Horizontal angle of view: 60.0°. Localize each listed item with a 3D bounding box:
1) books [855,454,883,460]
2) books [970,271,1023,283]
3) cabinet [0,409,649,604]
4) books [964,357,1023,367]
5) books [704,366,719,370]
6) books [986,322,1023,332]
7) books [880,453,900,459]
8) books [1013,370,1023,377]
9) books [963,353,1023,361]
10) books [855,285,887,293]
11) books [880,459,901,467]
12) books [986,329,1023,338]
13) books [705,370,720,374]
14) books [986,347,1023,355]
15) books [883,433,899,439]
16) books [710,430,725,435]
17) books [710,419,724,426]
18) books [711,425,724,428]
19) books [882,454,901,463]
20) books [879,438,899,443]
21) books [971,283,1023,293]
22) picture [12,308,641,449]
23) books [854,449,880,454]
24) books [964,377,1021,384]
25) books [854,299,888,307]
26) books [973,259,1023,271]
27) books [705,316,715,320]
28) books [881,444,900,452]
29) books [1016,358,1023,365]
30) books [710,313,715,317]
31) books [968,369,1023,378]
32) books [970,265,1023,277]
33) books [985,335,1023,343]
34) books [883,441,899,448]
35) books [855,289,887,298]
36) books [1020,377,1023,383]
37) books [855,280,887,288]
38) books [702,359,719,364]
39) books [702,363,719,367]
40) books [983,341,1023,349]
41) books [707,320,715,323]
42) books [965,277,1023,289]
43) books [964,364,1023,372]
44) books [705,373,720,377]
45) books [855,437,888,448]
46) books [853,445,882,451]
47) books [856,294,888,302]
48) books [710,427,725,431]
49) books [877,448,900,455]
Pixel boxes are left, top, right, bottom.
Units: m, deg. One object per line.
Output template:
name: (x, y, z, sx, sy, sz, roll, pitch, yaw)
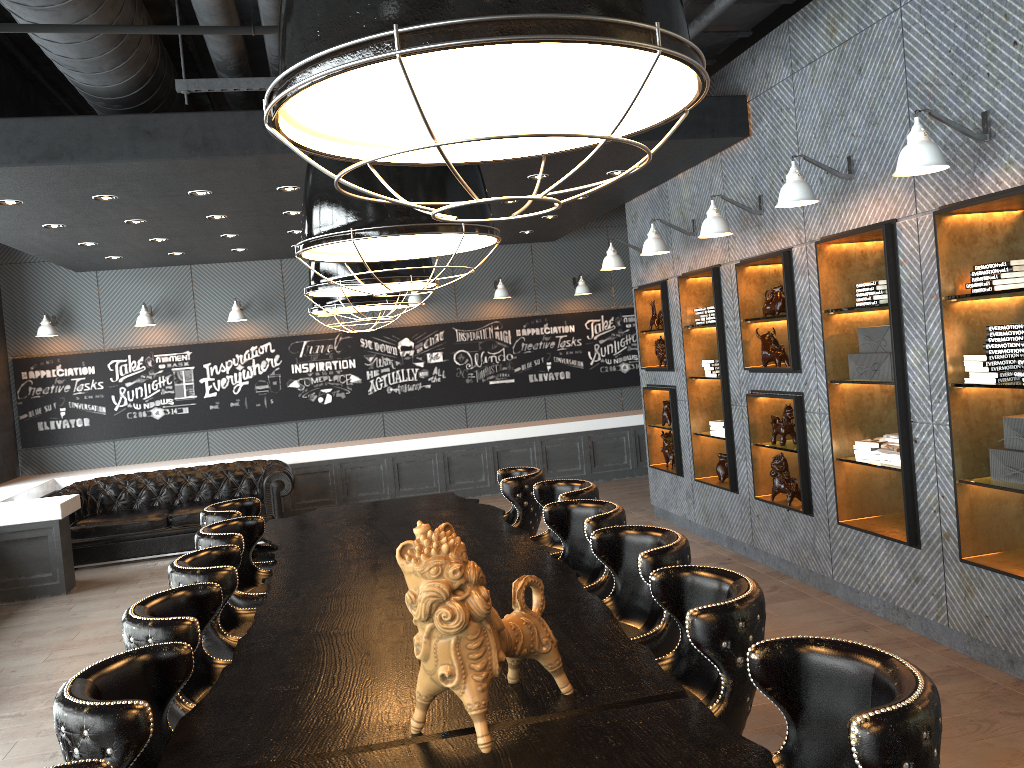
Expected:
books: (2.272, 0.438, 5.458, 0.179, 0.034, 0.243, -7, 3, -33)
books: (2.423, -0.530, 4.371, 0.193, 0.028, 0.245, -5, 2, -4)
cabinet: (-1.286, 1.209, 8.761, 8.421, 0.826, 6.312, -6, 2, -12)
books: (2.399, -0.110, 4.380, 0.245, 0.028, 0.193, -5, 2, 1)
books: (1.765, -0.142, 7.450, 0.245, 0.028, 0.193, -6, 2, -12)
books: (2.460, -0.281, 4.280, 0.194, 0.028, 0.245, -7, 3, -37)
books: (2.287, 0.411, 5.174, 0.202, 0.022, 0.228, -6, 2, -9)
books: (2.493, -0.052, 4.119, 0.193, 0.028, 0.245, -5, 2, -1)
books: (2.412, -0.140, 4.403, 0.245, 0.028, 0.193, -5, 2, -5)
books: (2.221, -0.577, 5.345, 0.193, 0.028, 0.245, -5, 2, -6)
books: (2.286, 0.453, 5.166, 0.167, 0.023, 0.228, -6, 2, -12)
books: (2.449, -0.252, 4.284, 0.245, 0.028, 0.194, -3, 3, 39)
books: (1.755, -0.111, 7.407, 0.245, 0.028, 0.193, -5, 2, -3)
books: (2.449, -0.166, 4.273, 0.194, 0.028, 0.245, -7, 3, -43)
books: (2.305, 0.302, 5.173, 0.185, 0.024, 0.212, -6, 2, -18)
books: (1.826, 0.400, 7.484, 0.180, 0.034, 0.243, -7, 3, -43)
books: (1.813, 0.322, 7.491, 0.225, 0.029, 0.179, -6, 2, -29)
books: (1.832, 0.346, 7.502, 0.243, 0.024, 0.175, -6, 2, -21)
books: (2.289, 0.432, 5.174, 0.158, 0.021, 0.224, -5, 2, -3)
books: (2.285, 0.326, 5.164, 0.197, 0.020, 0.206, -6, 2, -10)
books: (2.411, -0.472, 4.361, 0.193, 0.028, 0.245, -5, 2, 4)
picture: (-0.011, -0.355, 12.247, 12.467, 1.103, 0.200, -6, 2, -12)
books: (2.258, 0.409, 5.471, 0.166, 0.024, 0.227, -7, 3, -44)
books: (2.416, -0.027, 4.405, 0.245, 0.028, 0.193, -6, 2, -19)
books: (2.214, -0.491, 5.323, 0.193, 0.028, 0.245, -6, 2, -12)
books: (2.440, -0.588, 4.364, 0.193, 0.028, 0.245, -6, 2, -12)
books: (1.751, -0.555, 7.343, 0.193, 0.028, 0.245, -6, 2, -25)
books: (2.287, 0.369, 5.178, 0.197, 0.023, 0.248, -5, 2, 5)
books: (2.525, -0.112, 4.132, 0.193, 0.028, 0.245, -6, 2, -22)
books: (1.800, -0.588, 7.356, 0.193, 0.028, 0.245, -6, 3, -30)
books: (2.421, -0.055, 4.365, 0.245, 0.028, 0.193, -6, 2, -13)
books: (2.431, -0.559, 4.370, 0.193, 0.028, 0.245, -6, 2, -20)
books: (2.462, -0.225, 4.300, 0.194, 0.028, 0.245, -7, 3, -42)
books: (2.313, 0.345, 5.165, 0.244, 0.023, 0.247, -6, 2, -27)
books: (2.214, -0.546, 5.299, 0.193, 0.028, 0.245, -6, 2, -21)
books: (2.529, -0.026, 4.106, 0.193, 0.028, 0.245, -5, 2, -8)
books: (2.208, -0.603, 5.301, 0.193, 0.028, 0.245, -6, 2, -9)
books: (1.756, -0.199, 7.468, 0.245, 0.028, 0.193, -6, 2, -19)
books: (1.747, -0.170, 7.466, 0.245, 0.028, 0.193, -6, 2, -9)
books: (2.438, -0.194, 4.273, 0.194, 0.028, 0.245, -7, 3, -40)
books: (1.774, -0.528, 7.334, 0.193, 0.028, 0.245, -7, 3, -33)
books: (2.402, -0.500, 4.388, 0.193, 0.028, 0.245, -5, 2, -1)
books: (2.426, -0.085, 4.417, 0.245, 0.028, 0.193, -5, 2, -6)
books: (1.780, -0.087, 7.454, 0.245, 0.028, 0.193, -6, 2, -16)
books: (2.261, 0.359, 5.456, 0.225, 0.029, 0.179, -6, 2, -27)
books: (2.274, 0.383, 5.496, 0.243, 0.024, 0.175, -6, 2, -13)
books: (2.204, -0.518, 5.311, 0.193, 0.028, 0.245, -5, 2, -1)
books: (1.812, 0.372, 7.497, 0.166, 0.024, 0.227, -6, 2, -26)
books: (2.280, 0.391, 5.171, 0.205, 0.019, 0.264, -6, 2, -13)
